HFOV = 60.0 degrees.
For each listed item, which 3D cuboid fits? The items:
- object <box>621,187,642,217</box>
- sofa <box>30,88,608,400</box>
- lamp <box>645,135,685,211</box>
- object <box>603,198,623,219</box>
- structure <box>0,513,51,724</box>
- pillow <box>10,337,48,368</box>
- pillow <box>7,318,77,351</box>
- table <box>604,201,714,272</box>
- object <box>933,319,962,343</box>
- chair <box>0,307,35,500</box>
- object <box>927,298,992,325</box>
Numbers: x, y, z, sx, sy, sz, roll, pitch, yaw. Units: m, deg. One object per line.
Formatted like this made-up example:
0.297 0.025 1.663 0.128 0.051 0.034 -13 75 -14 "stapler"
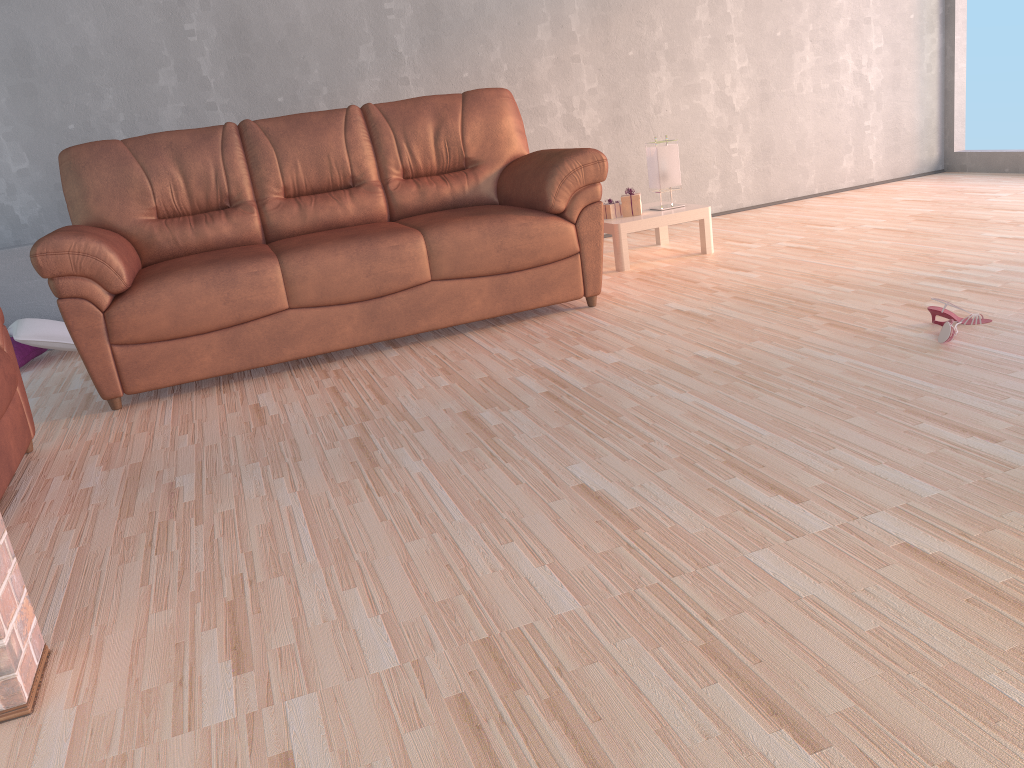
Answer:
0.617 -0.946 4.591 0.099 0.147 0.102 -5 17 11 "object"
-0.764 -0.698 3.774 2.202 0.923 0.981 -13 18 -16 "sofa"
0.797 -1.107 4.648 0.140 0.376 0.140 -13 18 -16 "lamp"
0.533 -0.926 4.644 0.080 0.105 0.152 6 22 39 "object"
-1.572 0.184 1.224 1.422 1.057 0.211 -13 18 -16 "structure"
-2.480 -0.143 4.265 0.392 0.130 0.365 -7 17 3 "pillow"
-2.257 -0.243 4.347 0.357 0.205 0.388 -18 20 -29 "pillow"
0.694 -0.797 4.734 0.548 0.241 0.548 -13 18 -16 "table"
1.336 -0.169 2.702 0.078 0.066 0.192 -2 18 18 "object"
-1.905 -0.059 2.319 0.936 0.879 0.970 -14 18 -17 "chair"
1.434 -0.236 2.840 0.188 0.085 0.069 -1 18 21 "object"
